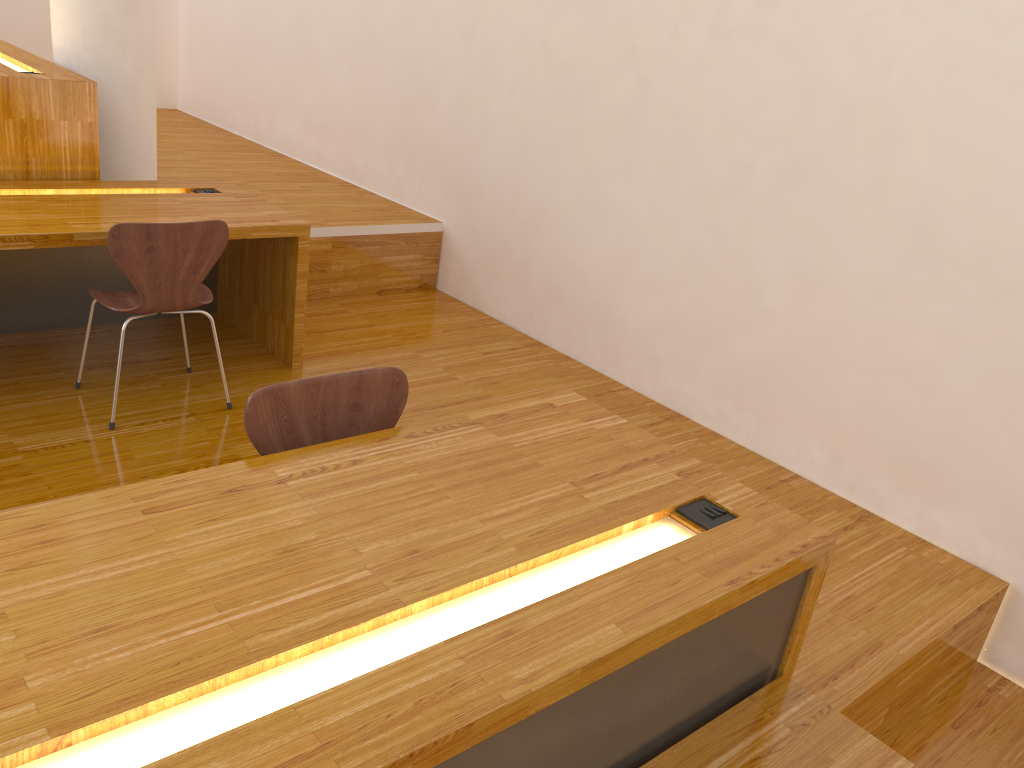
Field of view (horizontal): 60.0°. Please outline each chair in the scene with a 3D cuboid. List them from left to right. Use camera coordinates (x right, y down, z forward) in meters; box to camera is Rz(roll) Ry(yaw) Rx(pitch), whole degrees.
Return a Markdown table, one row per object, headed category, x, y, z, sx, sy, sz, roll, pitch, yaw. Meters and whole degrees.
| category | x | y | z | sx | sy | sz | roll | pitch | yaw |
| --- | --- | --- | --- | --- | --- | --- | --- | --- | --- |
| chair | -1.244 | -0.266 | 3.071 | 0.428 | 0.693 | 0.381 | -11 | 29 | -40 |
| chair | -0.319 | 0.366 | 1.882 | 0.428 | 0.693 | 0.381 | -11 | 29 | -40 |

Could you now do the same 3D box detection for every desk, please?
| category | x | y | z | sx | sy | sz | roll | pitch | yaw |
| --- | --- | --- | --- | --- | --- | --- | --- | --- | --- |
| desk | -2.261 | -0.248 | 2.772 | 3.185 | 0.606 | 0.760 | -11 | 29 | -40 |
| desk | -0.718 | 0.914 | 0.944 | 3.236 | 0.918 | 1.285 | -11 | 29 | -40 |
| desk | -2.977 | -1.442 | 4.399 | 0.760 | 0.606 | 3.185 | -11 | 29 | -40 |
